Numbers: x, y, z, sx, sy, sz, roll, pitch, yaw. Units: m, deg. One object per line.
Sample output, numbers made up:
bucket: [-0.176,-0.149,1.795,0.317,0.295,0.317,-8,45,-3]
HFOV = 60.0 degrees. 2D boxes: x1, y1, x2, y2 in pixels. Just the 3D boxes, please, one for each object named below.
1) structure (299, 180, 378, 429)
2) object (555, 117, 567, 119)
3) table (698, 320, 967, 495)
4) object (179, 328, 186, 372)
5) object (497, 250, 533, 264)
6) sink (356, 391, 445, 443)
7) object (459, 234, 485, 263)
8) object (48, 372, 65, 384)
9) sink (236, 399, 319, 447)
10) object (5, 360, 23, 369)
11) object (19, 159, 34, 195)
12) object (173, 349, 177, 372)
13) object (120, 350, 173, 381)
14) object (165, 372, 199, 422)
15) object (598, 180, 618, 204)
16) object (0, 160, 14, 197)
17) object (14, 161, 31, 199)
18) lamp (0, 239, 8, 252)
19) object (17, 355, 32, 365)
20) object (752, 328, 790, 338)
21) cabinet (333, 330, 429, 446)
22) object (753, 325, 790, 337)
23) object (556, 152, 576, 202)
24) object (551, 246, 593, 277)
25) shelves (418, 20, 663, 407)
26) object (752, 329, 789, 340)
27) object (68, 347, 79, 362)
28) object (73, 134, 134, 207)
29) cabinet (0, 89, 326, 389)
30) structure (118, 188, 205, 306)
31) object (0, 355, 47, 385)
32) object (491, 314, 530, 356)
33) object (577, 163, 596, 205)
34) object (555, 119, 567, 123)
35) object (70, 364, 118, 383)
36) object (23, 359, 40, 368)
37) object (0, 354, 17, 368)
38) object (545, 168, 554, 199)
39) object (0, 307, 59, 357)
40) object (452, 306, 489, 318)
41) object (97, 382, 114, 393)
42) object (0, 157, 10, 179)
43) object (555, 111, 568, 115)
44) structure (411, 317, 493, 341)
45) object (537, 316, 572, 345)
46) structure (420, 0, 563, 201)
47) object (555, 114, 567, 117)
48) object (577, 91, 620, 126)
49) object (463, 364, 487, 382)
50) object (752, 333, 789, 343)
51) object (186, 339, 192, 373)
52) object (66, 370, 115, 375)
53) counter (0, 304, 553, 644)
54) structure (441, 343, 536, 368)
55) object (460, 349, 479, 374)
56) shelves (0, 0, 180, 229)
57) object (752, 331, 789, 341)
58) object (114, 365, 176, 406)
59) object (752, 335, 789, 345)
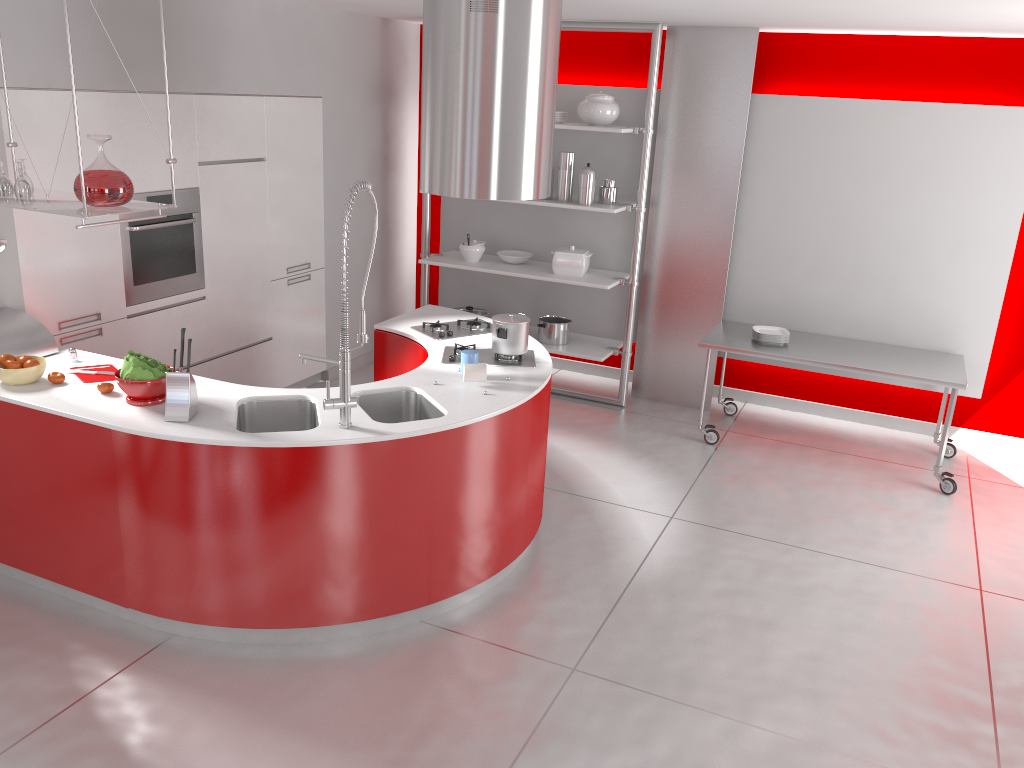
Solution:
structure: [-0.632,-0.294,3.314,0.308,0.920,0.178,-5,20,-22]
object: [0.261,-1.828,6.100,0.200,0.030,0.200,11,20,22]
table: [2.048,0.104,5.744,1.627,0.682,0.749,11,20,23]
object: [-1.264,-0.045,3.393,0.014,0.322,0.150,1,18,-5]
object: [0.019,-0.935,6.593,0.272,0.072,0.272,-1,19,-12]
sink: [-0.476,0.182,3.707,0.326,0.172,0.428,-6,20,-26]
object: [-0.293,-1.012,6.548,0.192,0.214,0.192,6,18,9]
object: [-1.897,-0.024,3.693,0.065,0.047,0.063,11,20,22]
sink: [-0.931,0.214,3.537,0.326,0.172,0.428,-2,19,-15]
object: [-2.059,-0.077,3.668,0.065,0.052,0.062,6,18,8]
object: [-1.990,-0.845,3.619,0.060,0.141,0.060,11,20,22]
object: [-1.291,-0.030,3.387,0.009,0.197,0.091,1,18,-5]
object: [-1.450,-0.041,3.529,0.198,0.182,0.193,13,21,27]
object: [-1.268,0.036,3.391,0.091,0.178,0.137,2,18,-3]
object: [0.664,-1.327,6.119,0.127,0.157,0.127,15,22,32]
object: [-2.030,-0.823,3.543,0.060,0.141,0.060,11,20,22]
object: [-1.939,-0.806,3.506,0.060,0.141,0.060,11,20,22]
lamp: [-2.367,-0.589,3.836,0.155,0.081,0.454,11,20,22]
object: [-2.047,-0.095,3.726,0.066,0.049,0.062,10,19,19]
object: [1.675,-0.328,5.741,0.228,0.020,0.228,5,18,5]
cabinet: [-1.307,0.268,4.280,1.875,0.761,1.025,-4,19,-20]
object: [1.675,-0.338,5.738,0.228,0.020,0.228,5,18,5]
object: [0.369,-1.417,6.072,0.109,0.329,0.110,10,19,20]
object: [0.423,-0.885,6.312,0.282,0.197,0.235,7,19,13]
shelves: [0.111,-1.215,6.369,1.735,2.599,0.535,11,20,22]
object: [1.674,-0.318,5.744,0.228,0.020,0.228,5,18,5]
object: [-1.969,-0.132,3.975,0.043,0.066,0.042,16,22,34]
object: [-1.570,-0.817,3.400,0.213,0.266,0.213,-11,23,-36]
cabinet: [-2.110,-0.716,5.404,0.614,2.026,2.398,11,20,22]
structure: [-1.935,-0.775,4.960,0.050,0.589,0.599,11,20,22]
object: [-2.045,-0.050,3.688,0.201,0.086,0.201,11,20,23]
object: [-0.008,-0.249,4.343,0.189,0.185,0.218,-1,19,-14]
object: [0.506,-1.348,5.972,0.115,0.274,0.115,8,19,15]
object: [0.260,-1.813,6.105,0.200,0.030,0.200,11,20,22]
object: [-1.791,-0.046,3.838,0.168,0.006,0.266,-12,23,-37]
object: [-1.997,-0.079,3.685,0.066,0.049,0.062,14,21,30]
object: [-2.105,-0.095,3.704,0.055,0.058,0.066,6,18,8]
object: [0.200,-1.406,6.205,0.184,0.205,0.172,13,21,27]
object: [-2.303,-0.200,3.942,0.300,0.170,0.400,11,20,22]
object: [-0.356,-0.520,6.809,0.308,0.130,0.407,14,21,29]
object: [-1.656,0.013,3.614,0.064,0.048,0.063,4,18,1]
object: [-2.089,-0.856,3.634,0.060,0.141,0.060,11,20,22]
object: [0.262,-1.857,6.090,0.200,0.030,0.200,11,20,22]
structure: [-0.288,-0.316,4.855,0.457,0.037,0.303,-10,22,-34]
object: [0.309,-0.393,6.483,0.240,0.161,0.259,5,18,6]
structure: [-0.109,-1.399,4.250,0.644,0.958,0.644,0,18,-10]
object: [0.262,-1.842,6.095,0.200,0.030,0.200,11,20,22]
object: [0.585,-1.855,5.977,0.287,0.222,0.287,-4,20,-21]
object: [-0.166,-0.054,3.941,0.100,0.080,0.109,1,18,-6]
object: [1.673,-0.299,5.751,0.228,0.020,0.228,5,18,5]
object: [-1.237,-0.026,3.391,0.012,0.279,0.130,1,18,-5]
object: [-1.734,-0.047,3.830,0.375,0.008,0.041,3,18,0]
counter: [-1.080,0.356,4.152,2.865,0.880,1.868,-8,21,-31]
structure: [-0.113,-0.150,4.378,0.457,0.037,0.303,3,18,-1]
object: [-0.194,-0.103,4.059,0.080,0.100,0.109,2,18,-3]
shelves: [-1.824,-1.172,3.390,0.934,1.023,0.462,11,20,22]
object: [1.674,-0.309,5.748,0.228,0.020,0.228,5,18,5]
object: [-1.462,0.008,3.549,0.229,0.118,0.228,1,18,-5]
object: [1.673,-0.289,5.754,0.228,0.020,0.228,5,18,5]
